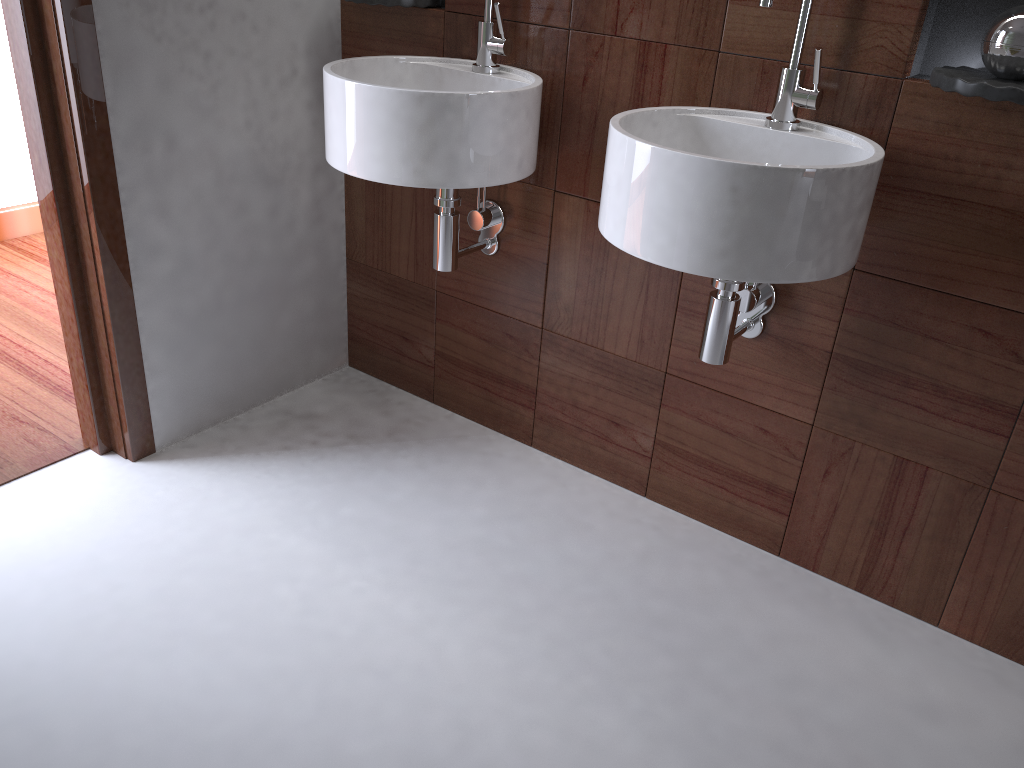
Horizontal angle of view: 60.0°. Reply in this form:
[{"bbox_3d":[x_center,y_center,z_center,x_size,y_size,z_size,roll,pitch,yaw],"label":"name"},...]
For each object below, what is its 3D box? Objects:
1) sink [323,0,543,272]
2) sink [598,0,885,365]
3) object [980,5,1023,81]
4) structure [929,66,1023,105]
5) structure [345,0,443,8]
[{"bbox_3d":[-0.151,-0.542,1.715,0.415,0.715,0.417,22,33,30],"label":"sink"},{"bbox_3d":[0.355,-0.336,1.397,0.415,0.715,0.417,22,33,30],"label":"sink"},{"bbox_3d":[0.237,-0.695,1.596,1.350,0.104,0.104,22,33,30],"label":"object"},{"bbox_3d":[0.740,-0.444,1.319,0.220,0.023,0.222,16,30,22],"label":"structure"},{"bbox_3d":[-0.263,-0.851,1.948,0.222,0.023,0.220,2,28,-5],"label":"structure"}]
